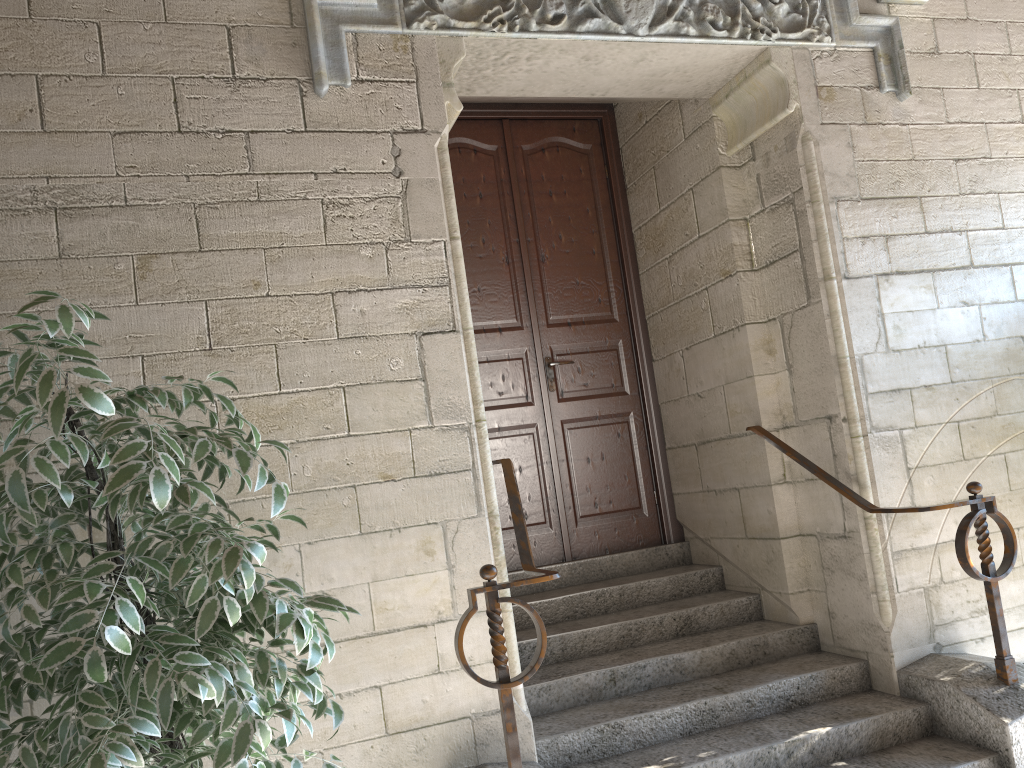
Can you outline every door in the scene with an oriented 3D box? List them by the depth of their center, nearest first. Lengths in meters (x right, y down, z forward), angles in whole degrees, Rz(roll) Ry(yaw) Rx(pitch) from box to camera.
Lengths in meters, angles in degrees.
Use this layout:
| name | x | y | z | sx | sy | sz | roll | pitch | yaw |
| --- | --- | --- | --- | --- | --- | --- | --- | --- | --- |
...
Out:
| name | x | y | z | sx | sy | sz | roll | pitch | yaw |
| --- | --- | --- | --- | --- | --- | --- | --- | --- | --- |
| door | 0.088 | -0.243 | 4.000 | 1.134 | 2.114 | 0.227 | -7 | -4 | -19 |

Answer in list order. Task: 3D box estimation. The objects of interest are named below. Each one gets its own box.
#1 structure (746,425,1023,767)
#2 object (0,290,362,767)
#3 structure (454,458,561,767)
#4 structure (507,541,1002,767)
| name | x | y | z | sx | sy | sz | roll | pitch | yaw |
| --- | --- | --- | --- | --- | --- | --- | --- | --- | --- |
| structure | 1.291 | 0.705 | 2.992 | 0.472 | 1.257 | 0.892 | -7 | -5 | -19 |
| object | -0.710 | 0.661 | 1.701 | 0.752 | 1.612 | 0.788 | -9 | -4 | 12 |
| structure | -0.036 | 0.841 | 2.540 | 0.476 | 1.257 | 0.892 | -7 | -5 | -19 |
| structure | 0.478 | 1.084 | 3.280 | 1.459 | 0.807 | 2.587 | -6 | -6 | -19 |
